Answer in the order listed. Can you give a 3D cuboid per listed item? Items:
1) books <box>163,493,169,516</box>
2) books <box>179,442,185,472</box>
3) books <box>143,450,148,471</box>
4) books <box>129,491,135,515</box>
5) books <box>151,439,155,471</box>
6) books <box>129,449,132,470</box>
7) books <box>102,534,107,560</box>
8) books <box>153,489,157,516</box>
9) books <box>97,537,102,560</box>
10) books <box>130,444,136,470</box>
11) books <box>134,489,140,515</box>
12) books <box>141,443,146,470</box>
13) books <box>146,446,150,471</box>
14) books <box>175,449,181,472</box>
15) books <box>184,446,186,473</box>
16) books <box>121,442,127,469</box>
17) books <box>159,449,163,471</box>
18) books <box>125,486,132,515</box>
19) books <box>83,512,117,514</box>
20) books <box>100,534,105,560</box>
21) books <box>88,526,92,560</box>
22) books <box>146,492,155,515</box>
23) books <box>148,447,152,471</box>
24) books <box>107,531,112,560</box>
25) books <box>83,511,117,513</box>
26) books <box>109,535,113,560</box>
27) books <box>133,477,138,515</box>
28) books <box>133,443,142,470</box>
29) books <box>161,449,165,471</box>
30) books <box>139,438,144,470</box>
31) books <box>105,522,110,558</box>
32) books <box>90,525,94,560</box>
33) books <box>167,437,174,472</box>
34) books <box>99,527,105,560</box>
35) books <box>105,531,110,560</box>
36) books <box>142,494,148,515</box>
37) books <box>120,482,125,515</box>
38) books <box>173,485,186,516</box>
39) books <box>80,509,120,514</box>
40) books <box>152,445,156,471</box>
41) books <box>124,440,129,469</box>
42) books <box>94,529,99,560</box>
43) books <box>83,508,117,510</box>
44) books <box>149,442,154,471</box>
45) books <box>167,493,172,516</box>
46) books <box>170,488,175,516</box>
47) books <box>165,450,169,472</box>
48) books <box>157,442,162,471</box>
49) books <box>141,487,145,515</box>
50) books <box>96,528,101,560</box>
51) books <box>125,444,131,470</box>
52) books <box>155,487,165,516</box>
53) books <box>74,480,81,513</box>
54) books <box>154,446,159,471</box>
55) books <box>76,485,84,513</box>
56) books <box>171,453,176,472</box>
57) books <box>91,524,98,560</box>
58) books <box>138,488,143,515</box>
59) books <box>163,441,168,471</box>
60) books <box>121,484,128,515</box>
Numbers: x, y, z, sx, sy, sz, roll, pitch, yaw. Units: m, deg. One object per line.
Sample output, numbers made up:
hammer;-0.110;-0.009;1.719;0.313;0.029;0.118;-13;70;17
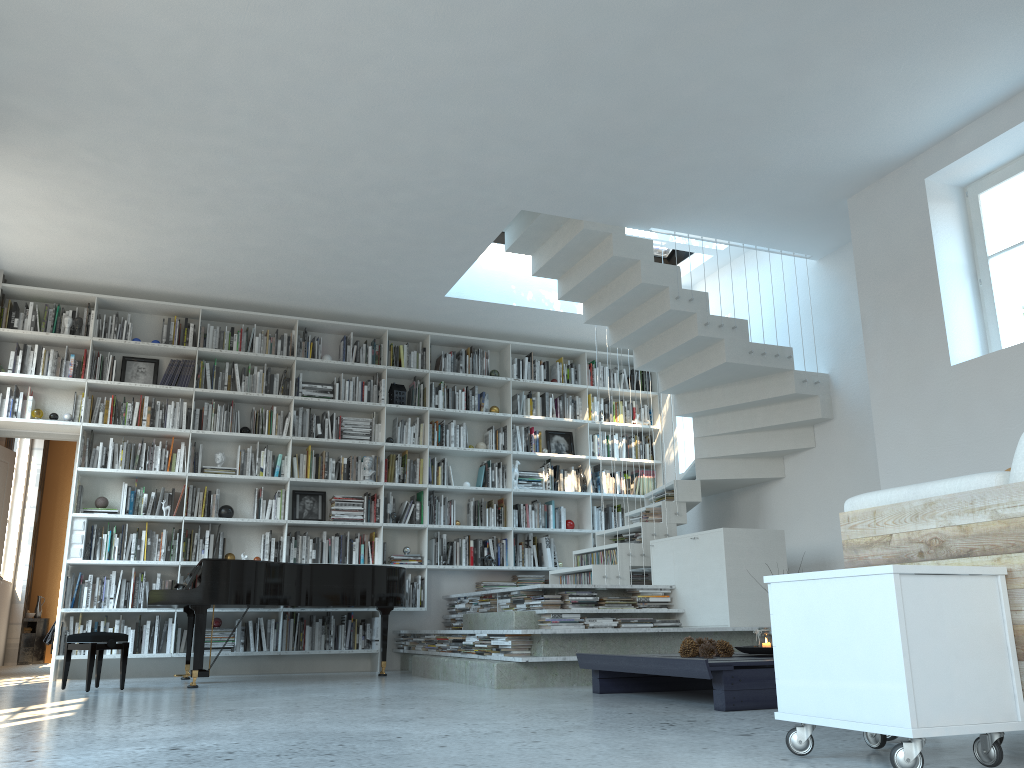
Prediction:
books;-2.928;1.034;7.492;0.030;0.207;0.172;5;-16;-21
books;-2.852;0.656;7.648;0.027;0.285;0.148;5;-16;-21
books;-3.113;0.670;7.535;0.021;0.204;0.130;5;-16;-21
books;-3.168;1.008;7.386;0.029;0.207;0.190;5;-16;-21
books;-3.067;0.629;7.574;0.011;0.303;0.130;5;-16;-21
books;-3.227;0.661;7.498;0.010;0.203;0.139;5;-16;-21
books;-3.324;1.345;7.244;0.015;0.216;0.180;5;-16;-21
books;-3.013;1.016;7.487;0.013;0.241;0.141;5;-16;-21
books;-3.355;1.351;7.214;0.019;0.188;0.193;5;-16;-21
books;-3.205;0.640;7.493;0.023;0.242;0.185;5;-16;-21
books;-3.145;1.010;7.439;0.030;0.231;0.148;5;-16;-21
books;-3.133;0.643;7.533;0.021;0.256;0.156;5;-16;-21
books;-3.092;0.656;7.531;0.013;0.228;0.177;5;-16;-21
books;-2.877;0.682;7.625;0.031;0.223;0.145;5;-16;-21
books;-2.822;0.673;7.657;0.036;0.257;0.123;5;-16;-21
books;-3.264;0.629;7.460;0.021;0.246;0.189;5;-16;-21
books;-3.003;0.674;7.577;0.012;0.216;0.160;5;-16;-21
books;-3.207;0.989;7.407;0.031;0.254;0.143;5;-16;-21
books;-3.393;1.078;7.308;0.254;0.012;0.161;5;-16;-20
books;-3.343;1.346;7.250;0.015;0.217;0.177;5;-16;-21
books;-3.437;1.307;7.232;0.008;0.284;0.160;5;-16;-21
books;-3.045;1.026;7.471;0.056;0.213;0.143;5;-16;-21
books;-3.085;0.661;7.546;0.013;0.227;0.152;5;-16;-21
books;-3.292;1.332;7.253;0.009;0.244;0.185;5;-16;-21
books;-3.392;1.065;7.307;0.254;0.012;0.161;6;-17;-24
books;-3.292;1.357;7.282;0.016;0.210;0.146;5;-16;-21
books;-3.162;0.956;7.439;0.011;0.335;0.154;5;-16;-21
books;-3.179;0.641;7.523;0.048;0.255;0.142;5;-16;-21
books;-2.989;0.675;7.587;0.021;0.220;0.149;5;-16;-21
books;-3.145;0.618;7.523;0.013;0.299;0.152;5;-16;-21
books;-3.319;1.300;7.269;0.006;0.314;0.146;5;-16;-21
books;-3.426;1.306;7.235;0.016;0.289;0.153;5;-16;-21
books;-2.934;0.627;7.612;0.035;0.324;0.170;5;-16;-21
books;-3.351;1.313;7.248;0.008;0.279;0.164;5;-16;-21
books;-3.308;1.335;7.261;0.014;0.242;0.171;5;-16;-21
books;-3.072;1.026;7.422;0.029;0.189;0.189;5;-16;-21
books;-3.247;0.969;7.388;0.012;0.284;0.160;5;-16;-21
books;-2.822;1.004;7.515;0.082;0.275;0.229;5;-16;-21
books;-3.391;1.052;7.308;0.285;0.012;0.160;4;-16;-17
books;-3.055;0.654;7.567;0.011;0.251;0.139;5;-16;-21
books;-3.256;0.624;7.485;0.011;0.270;0.158;5;-16;-21
books;-3.395;1.324;7.244;0.022;0.256;0.142;5;-16;-21
books;-3.394;1.042;7.317;0.254;0.012;0.161;5;-16;-20
books;-3.072;0.639;7.552;0.012;0.271;0.145;5;-16;-21
books;-2.905;1.039;7.512;0.027;0.209;0.144;5;-16;-21
books;-2.884;1.021;7.529;0.021;0.250;0.154;5;-16;-21
books;-2.956;0.683;7.587;0.013;0.203;0.162;5;-16;-21
books;-3.010;0.641;7.567;0.015;0.274;0.157;5;-16;-21
books;-3.096;0.998;7.434;0.011;0.249;0.172;5;-16;-21
books;-3.374;1.318;7.233;0.007;0.263;0.177;5;-16;-21
books;-3.233;0.637;7.472;0.024;0.236;0.167;5;-16;-21
books;-2.973;1.009;7.489;0.060;0.254;0.159;5;-16;-21
books;-3.567;0.942;7.276;0.012;0.284;0.160;5;-16;-21
books;-3.040;0.662;7.581;0.028;0.242;0.132;5;-16;-21
books;-3.544;0.962;7.269;0.028;0.242;0.157;5;-16;-21
books;-2.904;0.699;7.609;0.030;0.183;0.152;5;-16;-21
books;-3.409;1.303;7.235;0.014;0.293;0.172;5;-16;-21
books;-3.118;1.002;7.445;0.022;0.248;0.129;5;-16;-21
books;-2.975;0.643;7.607;0.015;0.292;0.144;5;-16;-21
books;-3.230;0.977;7.392;0.024;0.272;0.150;5;-16;-21
